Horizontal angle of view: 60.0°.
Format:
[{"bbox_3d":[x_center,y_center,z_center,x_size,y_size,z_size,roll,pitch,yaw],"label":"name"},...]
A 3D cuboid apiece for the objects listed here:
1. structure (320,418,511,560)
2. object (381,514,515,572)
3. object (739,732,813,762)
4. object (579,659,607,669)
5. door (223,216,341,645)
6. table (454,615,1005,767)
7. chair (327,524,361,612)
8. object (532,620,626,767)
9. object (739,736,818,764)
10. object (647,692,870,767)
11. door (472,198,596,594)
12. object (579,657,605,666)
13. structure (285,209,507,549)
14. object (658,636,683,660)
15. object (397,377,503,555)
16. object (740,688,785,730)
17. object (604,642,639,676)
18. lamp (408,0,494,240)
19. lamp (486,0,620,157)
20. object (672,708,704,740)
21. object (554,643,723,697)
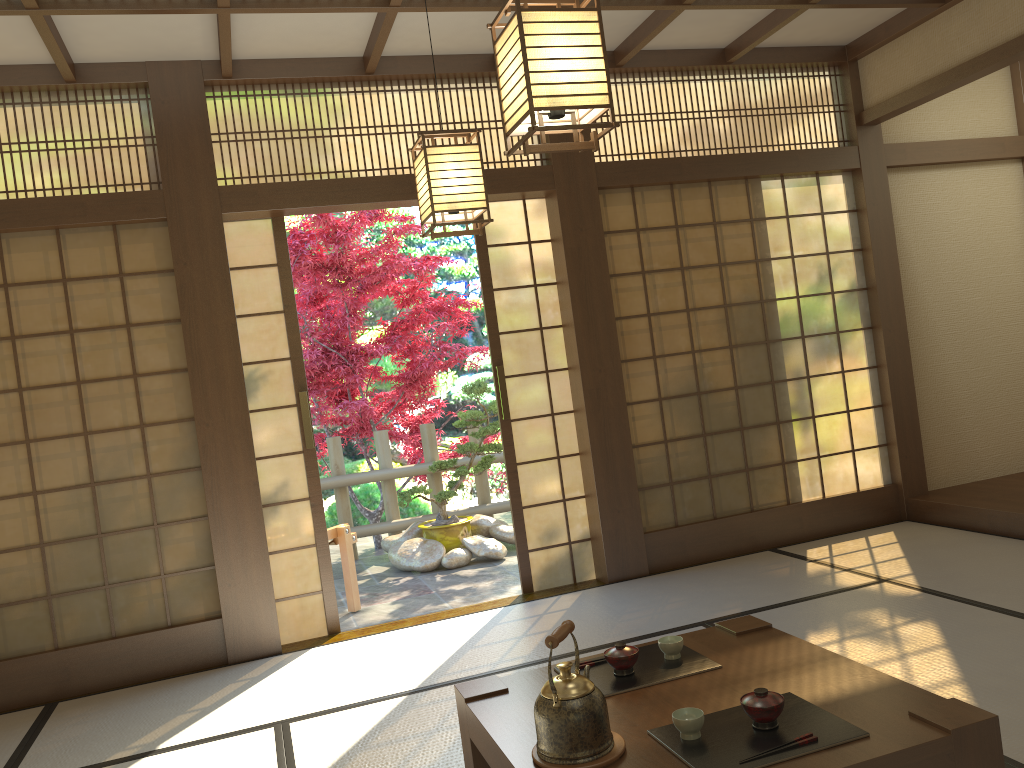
[{"bbox_3d":[-0.590,0.875,7.549,7.456,1.136,0.245,-8,1,-17],"label":"structure"},{"bbox_3d":[-0.367,1.197,6.931,1.260,0.276,1.147,-8,1,-21],"label":"object"},{"bbox_3d":[0.576,0.791,1.931,0.200,0.008,0.008,-8,1,-23],"label":"object"},{"bbox_3d":[0.289,0.821,2.645,0.200,0.008,0.008,-8,1,-21],"label":"object"},{"bbox_3d":[-1.953,0.351,4.428,1.894,2.380,0.073,-8,1,-17],"label":"door"},{"bbox_3d":[0.471,0.979,2.277,1.000,0.350,1.000,-8,1,-17],"label":"table"},{"bbox_3d":[-1.428,1.176,5.476,0.698,0.598,0.704,-7,1,30],"label":"chair"},{"bbox_3d":[0.135,0.710,2.064,0.219,0.296,0.226,-8,1,-22],"label":"object"},{"bbox_3d":[0.577,0.791,1.918,0.200,0.008,0.008,-8,1,-19],"label":"object"},{"bbox_3d":[0.554,0.800,2.033,0.400,0.007,0.300,-8,1,-17],"label":"object"},{"bbox_3d":[0.817,-0.030,5.277,1.894,2.380,0.073,-8,1,-17],"label":"door"},{"bbox_3d":[0.285,0.822,2.662,0.200,0.008,0.008,-8,1,-16],"label":"object"},{"bbox_3d":[-1.767,-0.377,8.097,3.412,4.004,3.045,-7,1,16],"label":"structure"},{"bbox_3d":[0.468,0.776,2.603,0.074,0.052,0.073,-7,1,26],"label":"object"},{"bbox_3d":[-0.391,0.643,6.953,1.032,1.362,0.586,-8,1,9],"label":"object"},{"bbox_3d":[0.582,0.749,2.056,0.100,0.080,0.100,-8,1,-17],"label":"object"},{"bbox_3d":[0.313,0.780,2.524,0.100,0.080,0.100,-8,1,-17],"label":"object"},{"bbox_3d":[-0.284,-1.120,3.387,0.240,1.129,0.240,-8,1,-17],"label":"lamp"},{"bbox_3d":[0.053,-1.153,2.273,0.240,1.129,0.240,-8,1,-17],"label":"lamp"},{"bbox_3d":[0.410,0.790,2.055,0.074,0.052,0.073,-7,1,26],"label":"object"},{"bbox_3d":[0.357,0.821,2.566,0.400,0.007,0.300,-8,1,-17],"label":"object"}]
